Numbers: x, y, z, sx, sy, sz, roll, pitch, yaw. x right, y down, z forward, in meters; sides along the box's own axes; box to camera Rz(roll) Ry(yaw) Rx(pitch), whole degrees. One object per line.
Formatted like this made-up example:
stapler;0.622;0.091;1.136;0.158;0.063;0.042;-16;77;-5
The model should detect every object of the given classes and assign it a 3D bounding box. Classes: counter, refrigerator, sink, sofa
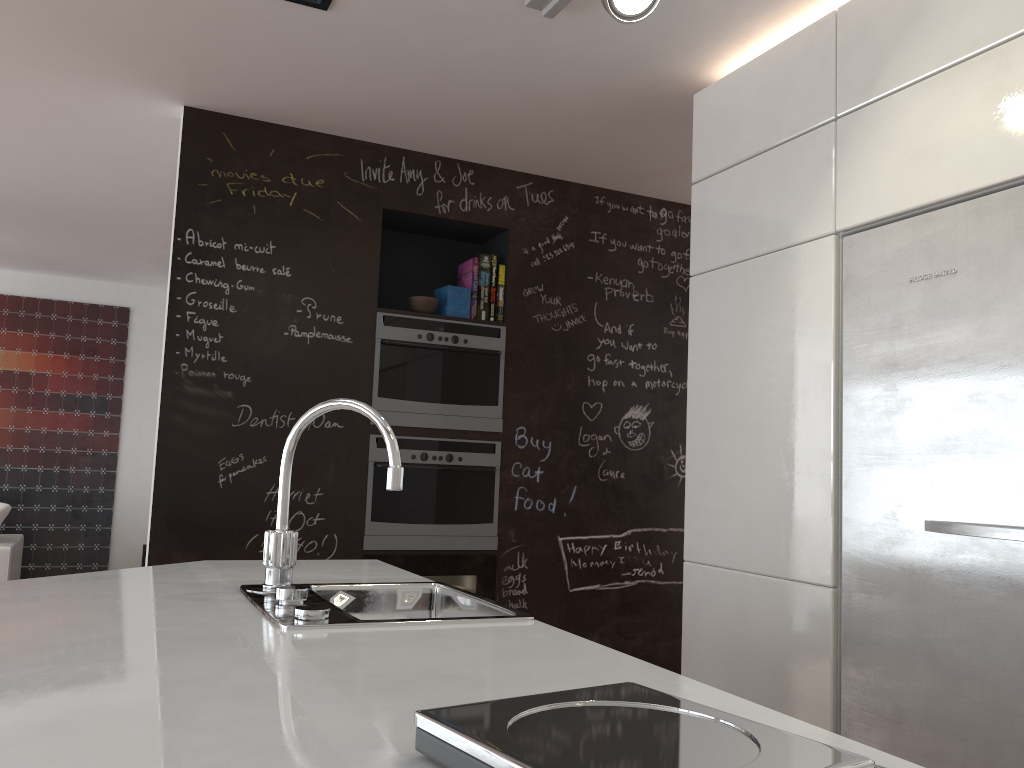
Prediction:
counter;-0.355;0.829;1.246;0.956;0.903;2.289;5;-6;-25
refrigerator;1.061;0.473;1.731;0.142;1.811;1.119;5;-6;-25
sink;-0.259;0.311;1.732;0.459;0.570;0.492;5;-6;-25
sofa;-4.574;1.057;5.042;3.086;0.842;0.987;5;-6;-25

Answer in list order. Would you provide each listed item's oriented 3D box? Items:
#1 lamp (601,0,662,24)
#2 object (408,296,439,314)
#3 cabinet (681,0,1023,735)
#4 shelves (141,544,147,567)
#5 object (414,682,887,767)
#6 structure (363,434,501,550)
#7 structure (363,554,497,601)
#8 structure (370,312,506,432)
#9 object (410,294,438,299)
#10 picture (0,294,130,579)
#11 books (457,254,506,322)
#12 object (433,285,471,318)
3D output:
lamp;0.504;-1.011;1.573;0.154;0.254;1.324;5;-6;-24
object;-0.380;-0.328;3.790;0.132;0.069;0.132;1;-6;9
cabinet;1.488;0.168;1.954;0.946;2.506;2.404;5;-6;-25
shelves;-1.881;1.354;5.191;0.414;0.506;3.473;5;-6;-25
object;0.126;0.325;0.787;0.325;0.036;0.298;6;-7;-34
structure;-0.312;0.455;3.674;0.585;0.462;0.052;5;-6;-25
structure;-0.335;1.083;3.605;0.582;0.763;0.081;5;-6;-25
structure;-0.291;-0.045;3.723;0.585;0.462;0.052;5;-6;-25
object;-0.373;-0.363;3.785;0.116;0.042;0.077;3;-6;-11
picture;-4.291;0.357;6.270;2.770;2.136;0.007;5;-6;-25
books;-0.147;-0.416;3.990;0.152;0.303;0.230;5;-6;-25
object;-0.264;-0.348;3.886;0.110;0.136;0.136;6;-7;-31
